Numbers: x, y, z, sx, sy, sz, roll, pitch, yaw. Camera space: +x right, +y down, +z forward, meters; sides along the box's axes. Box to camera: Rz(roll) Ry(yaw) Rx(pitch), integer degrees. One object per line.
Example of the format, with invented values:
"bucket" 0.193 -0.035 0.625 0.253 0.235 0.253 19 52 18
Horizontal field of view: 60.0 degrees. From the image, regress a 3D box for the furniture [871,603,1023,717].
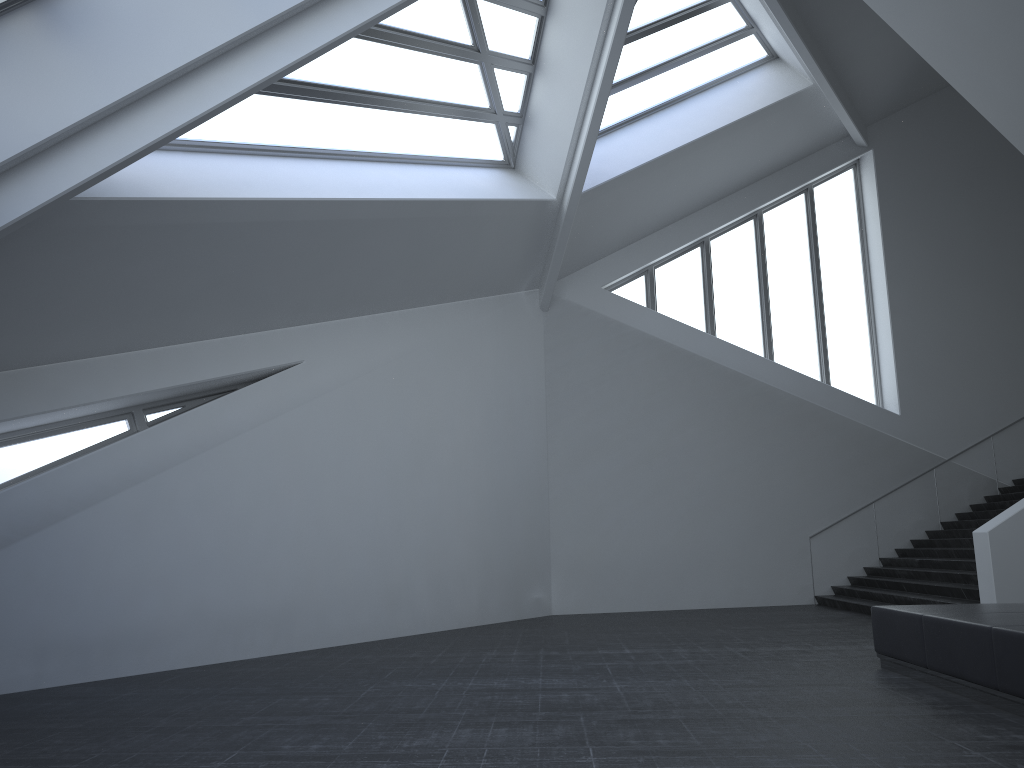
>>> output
"furniture" 4.120 1.882 5.659 1.488 0.580 5.742 -2 -10 1
